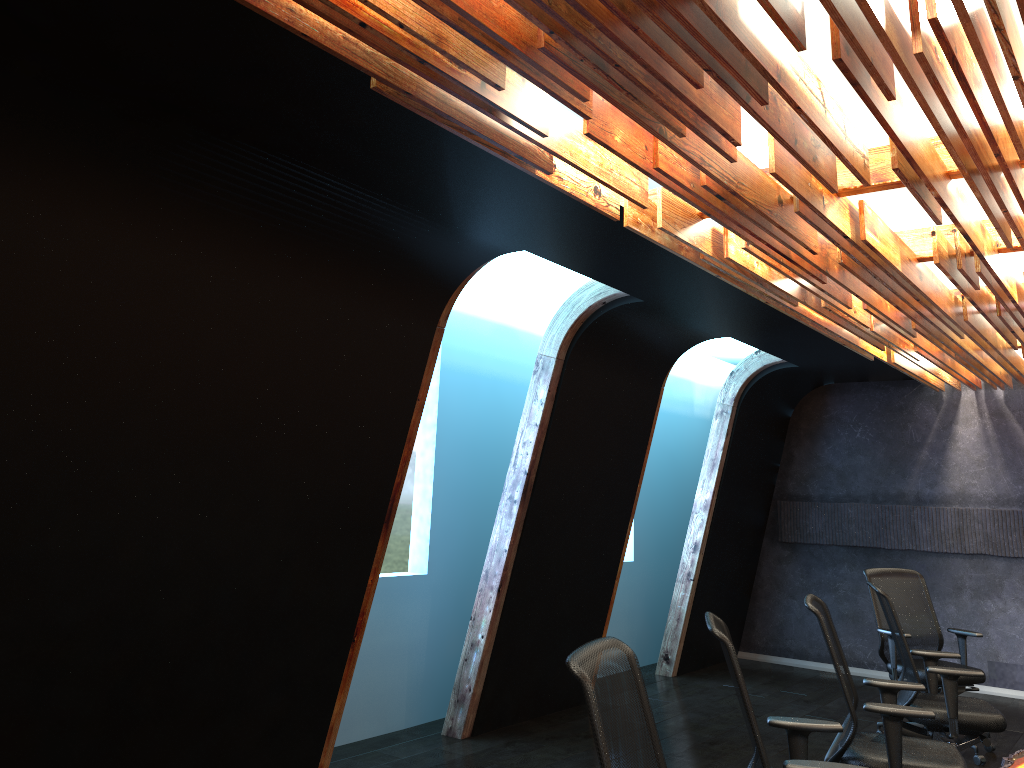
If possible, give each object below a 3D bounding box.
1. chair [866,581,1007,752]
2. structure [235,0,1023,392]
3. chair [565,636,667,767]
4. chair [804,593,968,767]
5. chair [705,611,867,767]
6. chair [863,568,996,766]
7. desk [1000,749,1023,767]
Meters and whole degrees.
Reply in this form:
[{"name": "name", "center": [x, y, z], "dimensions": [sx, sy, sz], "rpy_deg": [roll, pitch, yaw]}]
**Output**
[{"name": "chair", "center": [2.594, 1.858, 5.228], "dimensions": [0.795, 1.272, 0.791], "rpy_deg": [-1, -13, 16]}, {"name": "structure", "center": [2.892, 0.556, 3.316], "dimensions": [4.492, 3.074, 11.269], "rpy_deg": [-5, -11, 36]}, {"name": "chair", "center": [0.574, 1.400, 2.381], "dimensions": [0.794, 1.272, 0.793], "rpy_deg": [-3, -14, 20]}, {"name": "chair", "center": [1.842, 1.688, 4.173], "dimensions": [0.794, 1.272, 0.793], "rpy_deg": [-3, -14, 20]}, {"name": "chair", "center": [1.130, 1.535, 3.236], "dimensions": [0.796, 1.272, 0.791], "rpy_deg": [0, -13, 11]}, {"name": "chair", "center": [3.131, 2.052, 6.541], "dimensions": [0.814, 1.272, 0.774], "rpy_deg": [7, -14, -18]}, {"name": "desk", "center": [2.985, 1.853, 3.473], "dimensions": [2.020, 0.839, 6.542], "rpy_deg": [-4, -10, 37]}]
